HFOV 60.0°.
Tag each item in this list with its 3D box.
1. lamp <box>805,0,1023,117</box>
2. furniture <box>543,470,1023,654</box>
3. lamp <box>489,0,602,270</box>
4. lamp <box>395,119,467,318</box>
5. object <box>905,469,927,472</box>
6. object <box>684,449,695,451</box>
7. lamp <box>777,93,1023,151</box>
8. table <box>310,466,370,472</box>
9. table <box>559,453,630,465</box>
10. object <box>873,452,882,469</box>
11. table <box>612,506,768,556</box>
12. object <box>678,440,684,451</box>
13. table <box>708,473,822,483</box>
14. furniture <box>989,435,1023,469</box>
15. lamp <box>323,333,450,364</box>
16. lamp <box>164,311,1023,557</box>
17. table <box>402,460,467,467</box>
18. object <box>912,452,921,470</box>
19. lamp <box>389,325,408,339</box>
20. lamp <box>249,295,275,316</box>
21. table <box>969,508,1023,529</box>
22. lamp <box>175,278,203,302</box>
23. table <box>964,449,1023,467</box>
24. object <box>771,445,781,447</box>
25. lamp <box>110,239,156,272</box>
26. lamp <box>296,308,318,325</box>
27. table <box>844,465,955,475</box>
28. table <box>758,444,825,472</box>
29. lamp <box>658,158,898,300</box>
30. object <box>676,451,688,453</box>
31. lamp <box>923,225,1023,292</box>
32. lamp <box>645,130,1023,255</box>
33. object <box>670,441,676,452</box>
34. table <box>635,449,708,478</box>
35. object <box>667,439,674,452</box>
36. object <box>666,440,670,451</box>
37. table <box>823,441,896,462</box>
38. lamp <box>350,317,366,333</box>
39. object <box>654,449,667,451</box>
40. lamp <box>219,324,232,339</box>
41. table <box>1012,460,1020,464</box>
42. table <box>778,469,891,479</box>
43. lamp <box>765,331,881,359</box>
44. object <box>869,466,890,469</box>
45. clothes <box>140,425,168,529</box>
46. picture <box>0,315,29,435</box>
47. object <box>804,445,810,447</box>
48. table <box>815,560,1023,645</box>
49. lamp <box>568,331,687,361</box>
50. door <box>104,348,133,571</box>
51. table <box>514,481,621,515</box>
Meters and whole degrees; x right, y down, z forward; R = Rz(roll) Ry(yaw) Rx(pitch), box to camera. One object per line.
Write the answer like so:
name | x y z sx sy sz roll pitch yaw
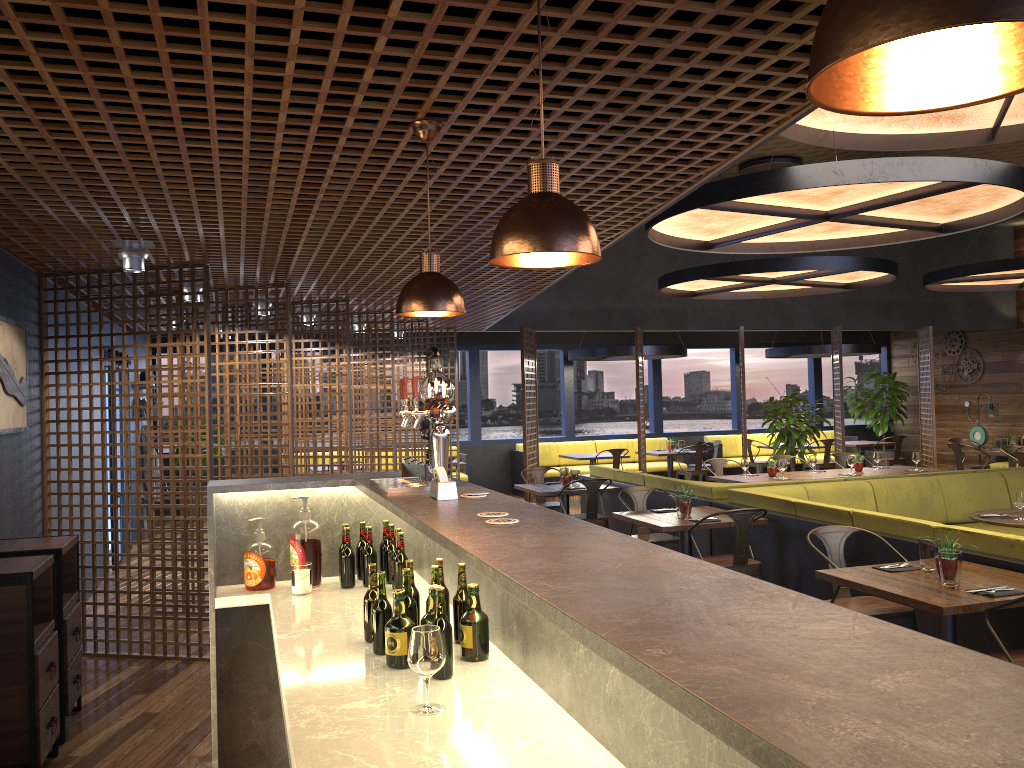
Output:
lamp | 0.406 -0.634 0.862 0.250 0.673 0.250 -2 -1 15
furniture | 4.013 1.289 7.424 4.895 0.914 7.462 -1 -1 -22
lamp | 0.065 -0.607 1.964 0.250 0.673 0.250 -2 -1 15
lamp | -0.293 -0.580 3.118 0.250 0.673 0.250 -2 -1 15
object | 4.670 1.004 10.288 0.157 0.019 0.255 -1 -1 -17
object | 2.992 1.121 15.034 0.157 0.019 0.255 -1 -1 -18
lamp | 2.670 -2.184 4.642 2.778 1.159 2.778 -2 -1 33
table | -2.563 1.630 13.316 0.887 0.763 0.906 -1 -1 -17
table | 1.351 1.548 14.532 0.887 0.763 0.906 -1 -1 -17
object | 4.400 0.924 10.680 0.097 0.206 0.097 -2 -1 28
table | 1.397 1.426 7.038 0.887 0.763 0.906 -1 -1 -17
object | 2.854 1.043 14.939 0.102 0.178 0.102 -1 -1 -32
table | 2.851 1.436 10.000 0.906 0.763 0.887 -1 -1 -17
furniture | 7.782 1.264 12.042 3.378 0.916 4.755 -1 -1 -17
lamp | -1.979 -1.436 13.725 1.979 2.172 1.979 -1 -1 -11
lamp | 1.208 0.488 9.096 9.057 2.714 3.017 -1 -1 -17
table | -1.227 1.602 13.732 0.887 0.763 0.906 -1 -1 -17
object | 4.760 0.910 10.437 0.097 0.206 0.097 -2 -1 28
lamp | -1.480 -0.674 11.533 0.228 0.172 0.228 -1 -1 -17
lamp | -2.256 -0.710 8.015 0.228 0.172 0.228 -1 -1 -17
table | 3.916 1.351 6.470 1.007 0.760 1.007 -2 -1 20
lamp | -2.476 -0.723 6.849 0.228 0.172 0.228 -1 -1 -17
table | 7.360 1.367 13.010 0.887 0.763 0.906 -1 -1 -17
object | 4.661 1.087 15.603 0.157 0.019 0.255 -1 -1 -18
lamp | -2.242 -0.755 5.253 0.228 0.172 0.228 -1 -1 -17
lamp | -2.111 -0.696 9.157 0.228 0.172 0.228 -1 -1 -17
table | 4.578 1.400 10.542 0.906 0.763 0.887 -1 -1 -17
table | 4.980 1.472 15.663 0.906 0.763 0.887 -1 -1 -17
lamp | 3.169 -1.921 10.805 2.778 1.475 2.778 -1 -1 -17
object | 2.786 1.120 14.649 0.255 0.019 0.157 -1 -1 -18
lamp | 7.033 -2.080 11.923 2.778 1.362 2.778 -2 -1 37
lamp | 2.416 -1.965 6.863 2.778 1.475 2.778 -1 -1 -13
object | 2.688 1.045 14.786 0.102 0.178 0.102 -1 -1 -32
table | 2.688 1.520 14.951 0.906 0.763 0.887 -1 -1 -17
object | 2.691 1.002 14.971 0.238 0.271 0.260 -2 -1 4
object | 2.676 1.051 15.145 0.102 0.178 0.102 -1 -1 -32
table | 6.317 1.443 16.074 0.887 0.763 0.906 -1 -1 -17
lamp | -1.782 -0.686 10.334 0.228 0.172 0.228 -1 -1 -17
object | 2.582 1.136 15.280 0.255 0.019 0.157 -1 -1 -18
lamp | -3.459 -0.636 10.708 0.228 0.172 0.228 -1 -1 -17
table | 7.020 1.346 11.136 0.887 0.763 0.906 -1 -1 -17
table | 3.717 1.418 10.269 0.906 0.763 0.887 -1 -1 -17
lamp | 5.587 -1.597 16.074 1.979 2.172 1.979 -1 -1 -32
object | 4.495 1.017 10.826 0.157 0.019 0.255 -1 -1 -17
clothes | -5.064 1.316 12.512 0.401 1.494 0.423 -1 -1 -21
picture | -3.026 -0.050 5.320 0.028 0.697 1.039 -1 -1 -17
object | 5.058 1.072 15.353 0.255 0.019 0.157 -1 -1 -18
table | 2.196 1.364 4.460 0.887 0.763 0.906 -1 -1 -17
lamp | 1.913 -1.518 14.933 1.979 2.172 1.979 -2 -1 28
door | -4.530 0.812 10.251 0.052 2.386 2.441 -1 -1 -17
table | 0.593 1.489 9.615 0.887 0.763 0.906 -1 -1 -17
